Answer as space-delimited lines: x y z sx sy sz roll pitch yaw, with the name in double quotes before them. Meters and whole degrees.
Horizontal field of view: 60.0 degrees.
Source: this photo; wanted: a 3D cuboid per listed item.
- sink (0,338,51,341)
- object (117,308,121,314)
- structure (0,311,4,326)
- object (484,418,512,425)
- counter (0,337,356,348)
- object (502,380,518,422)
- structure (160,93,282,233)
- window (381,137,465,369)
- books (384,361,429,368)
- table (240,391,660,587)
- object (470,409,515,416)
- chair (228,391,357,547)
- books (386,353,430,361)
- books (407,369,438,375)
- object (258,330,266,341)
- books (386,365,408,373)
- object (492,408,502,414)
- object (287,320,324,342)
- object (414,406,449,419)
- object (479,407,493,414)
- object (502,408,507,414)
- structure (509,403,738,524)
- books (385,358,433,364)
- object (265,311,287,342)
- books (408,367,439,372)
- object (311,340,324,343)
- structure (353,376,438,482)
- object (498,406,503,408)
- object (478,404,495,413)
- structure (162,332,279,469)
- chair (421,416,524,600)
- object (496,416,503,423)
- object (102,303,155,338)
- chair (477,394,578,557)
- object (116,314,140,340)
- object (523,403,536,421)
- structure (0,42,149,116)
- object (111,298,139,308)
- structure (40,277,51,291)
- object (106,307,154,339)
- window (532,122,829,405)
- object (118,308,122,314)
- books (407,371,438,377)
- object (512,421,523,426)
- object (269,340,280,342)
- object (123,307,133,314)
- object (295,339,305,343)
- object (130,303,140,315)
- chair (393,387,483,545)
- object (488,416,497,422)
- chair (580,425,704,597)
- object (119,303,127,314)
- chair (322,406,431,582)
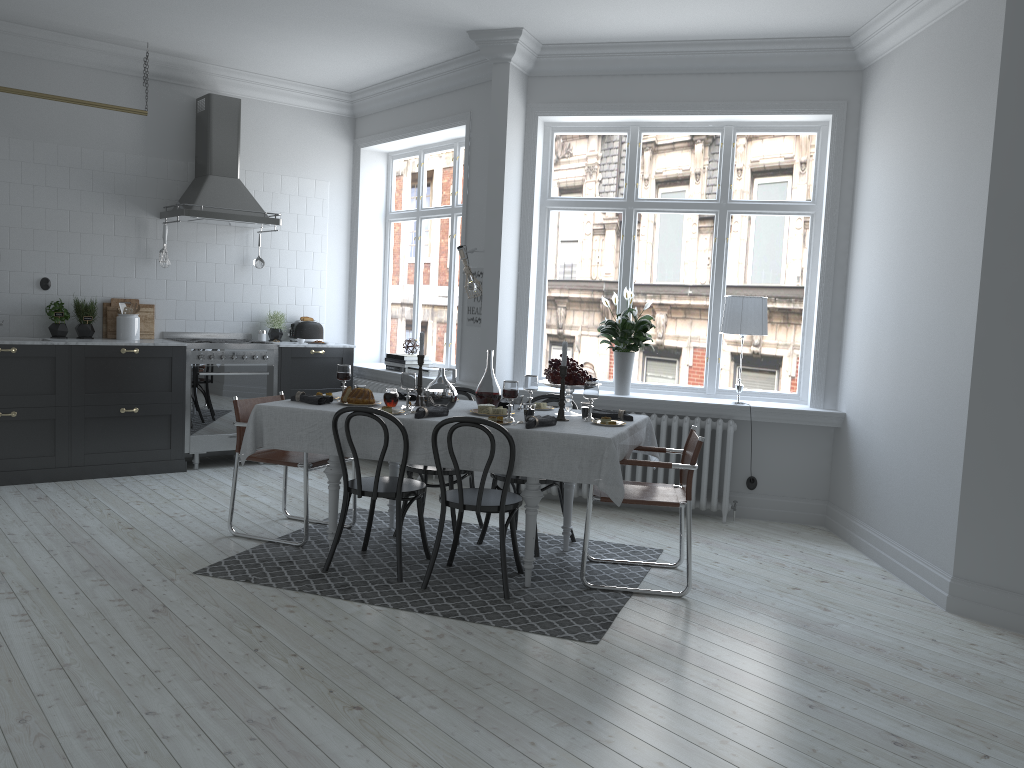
"sink" -3.747 -0.226 6.467 0.669 0.203 0.384 -1 6 -38
"object" -3.122 -0.485 7.141 0.117 0.251 0.061 2 5 -9
"structure" -3.789 -0.682 6.531 0.100 0.692 0.266 -1 6 -38
"object" -0.091 0.197 4.604 0.182 0.013 0.182 1 5 -23
"counter" -3.124 -0.334 7.005 3.902 0.020 0.624 -1 6 -38
"object" -0.011 0.092 4.709 0.083 0.215 0.083 -1 6 -34
"structure" -2.414 -1.850 7.413 0.843 1.079 0.567 -1 6 -38
"window" -0.692 -1.140 8.020 0.061 2.080 1.716 -1 6 -38
"books" -0.932 -0.174 7.861 0.259 0.031 0.328 -1 7 -40
"table" -0.327 0.567 5.105 2.179 0.842 1.210 4 5 18
"object" -0.111 0.163 4.973 0.251 0.018 0.251 -1 6 -38
"chair" -1.332 0.498 5.428 0.593 0.837 0.546 5 5 23
"books" -0.923 -0.240 7.861 0.259 0.038 0.325 -1 6 -36
"books" -0.696 -0.107 7.573 0.254 0.019 0.337 -1 7 -40
"object" -2.238 -0.431 7.945 0.072 0.095 0.072 3 5 7
"books" -0.919 -0.136 7.861 0.259 0.044 0.351 -1 6 -36
"object" -0.089 0.156 4.915 0.077 0.040 0.040 1 5 -19
"object" -1.906 -0.492 8.185 0.326 0.207 0.219 -1 6 -33
"object" -0.425 0.147 4.735 0.165 0.061 0.247 3 5 1
"object" -0.145 0.145 4.890 0.078 0.040 0.039 5 6 26
"object" -0.073 0.154 4.972 0.077 0.039 0.040 5 5 21
"structure" 0.790 0.570 6.501 1.710 0.753 0.245 4 5 14
"books" -0.914 -0.204 7.857 0.287 0.031 0.351 -1 6 -38
"object" -2.126 -0.525 8.004 0.210 0.283 0.220 0 6 -26
"books" -0.686 -0.124 7.575 0.274 0.016 0.341 -1 6 -37
"object" -1.749 -0.380 7.976 0.119 0.031 0.074 2 5 -6
"structure" -1.127 0.362 7.830 0.245 0.753 1.673 -1 6 -38
"object" -0.088 0.145 5.030 0.077 0.040 0.039 6 6 31
"object" -0.148 0.142 4.973 0.100 0.056 0.056 1 5 -21
"structure" -2.484 0.125 7.555 0.779 1.096 0.651 -1 6 -38
"chair" -0.180 0.589 4.596 0.463 0.909 0.564 4 5 10
"object" -0.063 0.187 4.591 0.036 0.039 0.051 3 5 1
"object" -3.165 -0.519 7.327 0.400 0.290 0.030 -1 6 -38
"chair" 0.126 0.530 5.445 0.463 0.909 0.564 6 6 30
"object" -3.102 -0.460 7.167 0.174 0.208 0.174 -2 7 -43
"object" 0.091 0.154 4.731 0.066 0.094 0.066 7 7 40
"structure" -3.608 -2.353 6.284 1.988 0.556 0.053 -1 6 -38
"object" -3.173 -0.535 7.278 0.220 0.330 0.041 -1 6 -38
"structure" -3.638 -0.781 6.920 0.079 0.103 0.032 -1 6 -38
"object" -3.134 -0.499 7.283 0.360 0.261 0.053 -1 6 -38
"window" 1.216 -0.933 6.695 2.079 2.080 0.061 4 5 14
"object" -3.130 -0.489 7.189 0.118 0.250 0.033 -1 6 -38
"books" -0.694 -0.087 7.570 0.254 0.019 0.343 -1 6 -38
"object" 0.031 0.203 4.608 0.031 0.012 0.131 4 5 19
"object" -2.128 -0.385 7.923 0.091 0.018 0.062 -2 7 -41
"object" -3.113 -0.488 7.117 0.149 0.262 0.054 5 6 26
"object" -1.857 -0.375 7.795 0.070 0.040 0.072 7 7 43
"object" -3.096 -0.512 7.213 0.056 0.296 0.131 6 6 31
"chair" -0.430 0.490 5.600 0.463 0.909 0.564 4 5 15
"object" -0.103 0.184 4.598 0.021 0.037 0.057 6 6 32
"chair" 0.694 0.649 4.810 0.593 0.837 0.546 3 5 6
"object" -3.107 -0.507 7.170 0.141 0.290 0.064 5 5 25
"chair" -0.712 0.546 4.799 0.463 0.909 0.564 4 5 15
